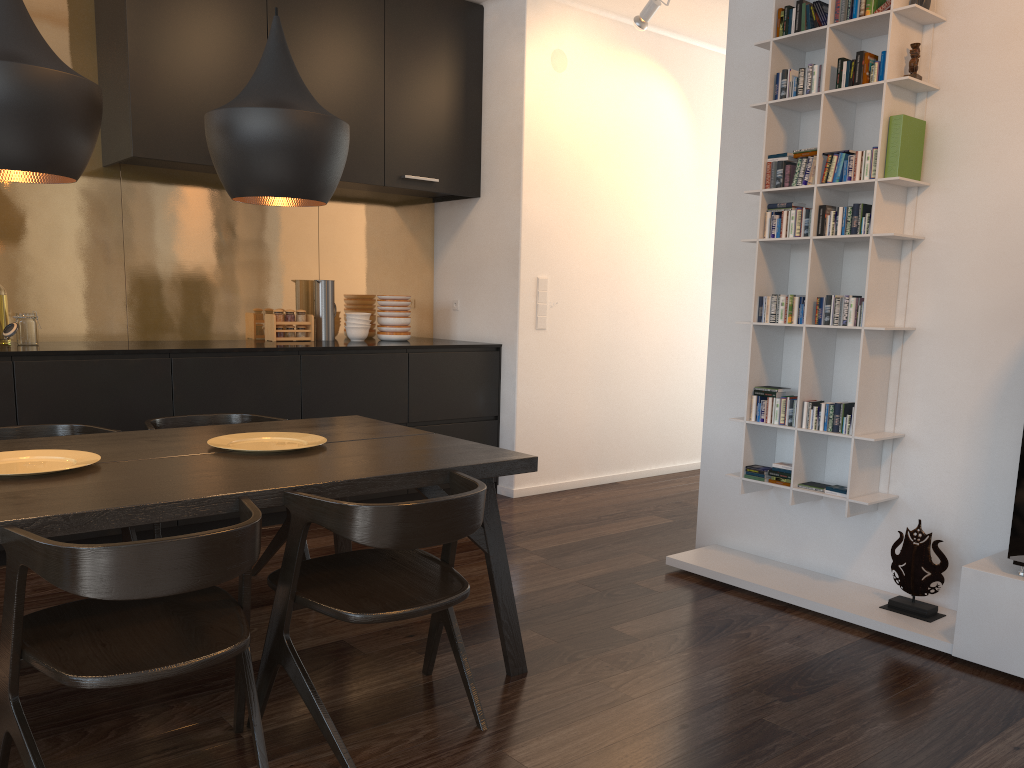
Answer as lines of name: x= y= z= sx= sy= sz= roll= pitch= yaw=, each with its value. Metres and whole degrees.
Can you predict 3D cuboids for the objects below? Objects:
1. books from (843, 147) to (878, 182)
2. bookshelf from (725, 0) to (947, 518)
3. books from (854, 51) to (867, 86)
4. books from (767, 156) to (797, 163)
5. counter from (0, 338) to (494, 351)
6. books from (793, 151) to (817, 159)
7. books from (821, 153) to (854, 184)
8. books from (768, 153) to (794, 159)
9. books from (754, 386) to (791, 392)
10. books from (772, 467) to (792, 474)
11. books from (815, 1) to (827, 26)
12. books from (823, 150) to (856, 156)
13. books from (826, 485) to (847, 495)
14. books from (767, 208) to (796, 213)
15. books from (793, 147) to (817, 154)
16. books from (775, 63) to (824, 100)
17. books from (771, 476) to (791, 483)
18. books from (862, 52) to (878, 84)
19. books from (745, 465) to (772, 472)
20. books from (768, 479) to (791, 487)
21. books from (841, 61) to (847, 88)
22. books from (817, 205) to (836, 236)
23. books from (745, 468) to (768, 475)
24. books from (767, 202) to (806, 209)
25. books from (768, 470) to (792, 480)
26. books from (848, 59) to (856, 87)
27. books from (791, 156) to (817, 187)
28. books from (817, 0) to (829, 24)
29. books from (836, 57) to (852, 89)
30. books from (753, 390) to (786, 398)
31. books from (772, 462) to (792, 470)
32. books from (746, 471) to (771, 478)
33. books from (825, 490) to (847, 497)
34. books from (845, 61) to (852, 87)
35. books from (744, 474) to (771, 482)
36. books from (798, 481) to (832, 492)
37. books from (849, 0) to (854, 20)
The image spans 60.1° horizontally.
books: x=1.285 y=-0.786 z=3.190 sx=0.122 sy=0.114 sz=0.136 roll=-5 pitch=9 yaw=-39
bookshelf: x=1.210 y=-0.560 z=3.384 sx=0.226 sy=2.098 sz=0.634 roll=-6 pitch=12 yaw=-39
books: x=1.252 y=-1.116 z=3.148 sx=0.074 sy=0.117 sz=0.028 roll=-5 pitch=11 yaw=-39
books: x=1.054 y=-0.869 z=3.441 sx=0.069 sy=0.014 sz=0.091 roll=-3 pitch=7 yaw=-40
counter: x=-2.239 y=-0.162 z=3.828 sx=5.045 sy=0.002 sz=0.727 roll=-3 pitch=7 yaw=-39
books: x=1.128 y=-0.862 z=3.336 sx=0.069 sy=0.018 sz=0.106 roll=-3 pitch=7 yaw=-40
books: x=1.208 y=-0.791 z=3.268 sx=0.095 sy=0.109 sz=0.087 roll=-5 pitch=10 yaw=-39
books: x=1.054 y=-0.882 z=3.433 sx=0.069 sy=0.014 sz=0.092 roll=-2 pitch=7 yaw=-34
books: x=1.059 y=0.020 z=3.591 sx=0.093 sy=0.012 sz=0.111 roll=-3 pitch=7 yaw=-39
books: x=1.099 y=0.342 z=3.532 sx=0.069 sy=0.014 sz=0.091 roll=-3 pitch=7 yaw=-40
books: x=1.150 y=-1.350 z=3.240 sx=0.068 sy=0.099 sz=0.057 roll=-5 pitch=11 yaw=-39
books: x=1.208 y=-0.847 z=3.250 sx=0.069 sy=0.008 sz=0.106 roll=-3 pitch=7 yaw=-40
books: x=1.255 y=0.402 z=3.365 sx=0.069 sy=0.014 sz=0.092 roll=-2 pitch=7 yaw=-34
books: x=1.079 y=-0.680 z=3.478 sx=0.093 sy=0.012 sz=0.111 roll=-3 pitch=7 yaw=-39
books: x=1.136 y=-0.877 z=3.339 sx=0.093 sy=0.015 sz=0.111 roll=-3 pitch=7 yaw=-39
books: x=1.118 y=-1.137 z=3.350 sx=0.108 sy=0.114 sz=0.220 roll=-5 pitch=9 yaw=-39
books: x=1.097 y=0.379 z=3.538 sx=0.069 sy=0.014 sz=0.091 roll=-3 pitch=7 yaw=-40
books: x=1.268 y=-1.110 z=3.132 sx=0.068 sy=0.108 sz=0.016 roll=-5 pitch=12 yaw=-39
books: x=1.023 y=0.346 z=3.626 sx=0.069 sy=0.009 sz=0.106 roll=-3 pitch=7 yaw=-40
books: x=1.095 y=0.394 z=3.548 sx=0.069 sy=0.016 sz=0.106 roll=-3 pitch=7 yaw=-40
books: x=1.217 y=-1.109 z=3.192 sx=0.069 sy=0.093 sz=0.013 roll=-5 pitch=11 yaw=-39
books: x=1.182 y=-0.610 z=3.326 sx=0.074 sy=0.117 sz=0.028 roll=-5 pitch=11 yaw=-39
books: x=1.018 y=0.355 z=3.631 sx=0.069 sy=0.015 sz=0.092 roll=-3 pitch=7 yaw=-40
books: x=1.081 y=-0.697 z=3.479 sx=0.095 sy=0.023 sz=0.111 roll=-3 pitch=7 yaw=-39
books: x=1.092 y=0.361 z=3.540 sx=0.069 sy=0.023 sz=0.106 roll=-3 pitch=7 yaw=-40
books: x=1.235 y=-1.107 z=3.168 sx=0.069 sy=0.094 sz=0.020 roll=-5 pitch=11 yaw=-39
books: x=1.137 y=-0.802 z=3.358 sx=0.095 sy=0.109 sz=0.113 roll=-5 pitch=10 yaw=-39
books: x=1.155 y=-1.349 z=3.233 sx=0.068 sy=0.099 sz=0.057 roll=-5 pitch=11 yaw=-39
books: x=1.203 y=-1.118 z=3.203 sx=0.068 sy=0.108 sz=0.023 roll=-5 pitch=11 yaw=-39
books: x=1.044 y=0.038 z=3.584 sx=0.069 sy=0.023 sz=0.106 roll=-3 pitch=7 yaw=-40
books: x=1.100 y=0.328 z=3.531 sx=0.069 sy=0.014 sz=0.091 roll=-3 pitch=7 yaw=-40
books: x=1.020 y=0.368 z=3.632 sx=0.069 sy=0.014 sz=0.091 roll=-3 pitch=7 yaw=-40
books: x=1.255 y=0.415 z=3.373 sx=0.069 sy=0.014 sz=0.091 roll=-3 pitch=7 yaw=-40
books: x=1.225 y=-1.107 z=3.181 sx=0.069 sy=0.093 sz=0.013 roll=-5 pitch=11 yaw=-39
books: x=1.018 y=0.383 z=3.634 sx=0.074 sy=0.015 sz=0.098 roll=-3 pitch=7 yaw=-40
books: x=1.199 y=0.403 z=3.474 sx=0.093 sy=0.012 sz=0.111 roll=-3 pitch=7 yaw=-39
books: x=1.230 y=-1.340 z=3.164 sx=0.068 sy=0.109 sz=0.012 roll=-5 pitch=12 yaw=-39
